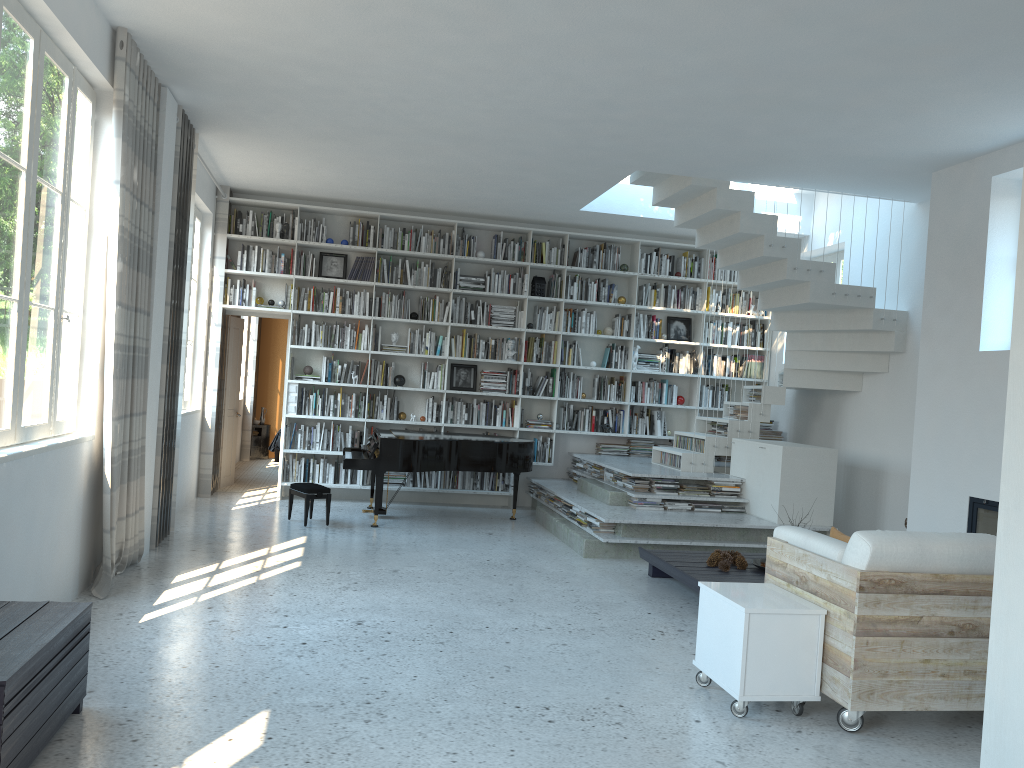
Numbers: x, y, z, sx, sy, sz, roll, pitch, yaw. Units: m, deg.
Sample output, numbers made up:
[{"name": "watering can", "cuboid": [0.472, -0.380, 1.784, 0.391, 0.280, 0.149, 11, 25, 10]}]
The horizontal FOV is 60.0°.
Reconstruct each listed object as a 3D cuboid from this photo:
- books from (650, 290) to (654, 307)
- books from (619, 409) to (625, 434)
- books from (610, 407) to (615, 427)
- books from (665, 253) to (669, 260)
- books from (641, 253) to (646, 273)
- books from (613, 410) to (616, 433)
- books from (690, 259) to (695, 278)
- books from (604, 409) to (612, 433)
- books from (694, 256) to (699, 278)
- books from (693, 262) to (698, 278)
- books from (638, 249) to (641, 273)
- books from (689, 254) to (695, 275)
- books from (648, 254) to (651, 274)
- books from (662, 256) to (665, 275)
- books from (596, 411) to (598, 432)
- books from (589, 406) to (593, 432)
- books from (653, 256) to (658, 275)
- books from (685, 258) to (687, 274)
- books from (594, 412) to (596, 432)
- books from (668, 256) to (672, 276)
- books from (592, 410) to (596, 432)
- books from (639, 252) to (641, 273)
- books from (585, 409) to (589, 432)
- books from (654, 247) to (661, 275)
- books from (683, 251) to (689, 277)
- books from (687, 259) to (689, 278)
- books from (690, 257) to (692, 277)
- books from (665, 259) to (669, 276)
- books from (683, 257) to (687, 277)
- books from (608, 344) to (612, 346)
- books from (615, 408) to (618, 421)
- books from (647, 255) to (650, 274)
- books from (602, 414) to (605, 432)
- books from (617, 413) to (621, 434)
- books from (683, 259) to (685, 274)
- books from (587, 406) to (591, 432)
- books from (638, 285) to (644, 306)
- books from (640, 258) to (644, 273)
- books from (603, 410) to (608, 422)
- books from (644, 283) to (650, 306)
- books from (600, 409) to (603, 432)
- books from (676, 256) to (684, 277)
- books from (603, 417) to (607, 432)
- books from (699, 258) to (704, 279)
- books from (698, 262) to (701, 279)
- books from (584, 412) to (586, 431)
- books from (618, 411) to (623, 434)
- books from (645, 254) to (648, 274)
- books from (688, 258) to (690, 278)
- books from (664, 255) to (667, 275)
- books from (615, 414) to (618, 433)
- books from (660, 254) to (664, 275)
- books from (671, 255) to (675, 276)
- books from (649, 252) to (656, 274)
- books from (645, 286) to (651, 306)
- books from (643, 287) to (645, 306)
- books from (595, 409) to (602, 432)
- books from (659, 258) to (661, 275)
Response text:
[{"name": "books", "cuboid": [1.603, -0.983, 10.285, 0.025, 0.207, 0.175, 4, 0, -11]}, {"name": "books", "cuboid": [1.266, 0.434, 10.260, 0.025, 0.272, 0.171, 4, 0, -11]}, {"name": "books", "cuboid": [1.151, 0.415, 10.247, 0.013, 0.294, 0.134, 4, 0, -11]}, {"name": "books", "cuboid": [1.793, -1.374, 10.340, 0.012, 0.279, 0.153, 4, 0, -11]}, {"name": "books", "cuboid": [1.502, -1.379, 10.263, 0.025, 0.250, 0.178, 4, 0, -11]}, {"name": "books", "cuboid": [1.167, 0.431, 10.251, 0.021, 0.265, 0.150, 4, 0, -11]}, {"name": "books", "cuboid": [2.082, -1.332, 10.370, 0.018, 0.235, 0.186, 4, 0, -11]}, {"name": "books", "cuboid": [1.112, 0.426, 10.230, 0.070, 0.266, 0.186, 4, 0, -11]}, {"name": "books", "cuboid": [2.147, -1.350, 10.406, 0.025, 0.279, 0.136, 4, 0, -11]}, {"name": "books", "cuboid": [2.121, -1.317, 10.383, 0.029, 0.210, 0.169, 4, 0, -11]}, {"name": "books", "cuboid": [1.441, -1.405, 10.259, 0.028, 0.294, 0.150, 4, 0, -11]}, {"name": "books", "cuboid": [2.099, -1.363, 10.392, 0.020, 0.299, 0.131, 4, 0, -11]}, {"name": "books", "cuboid": [1.574, -1.374, 10.298, 0.027, 0.249, 0.140, 4, 0, -11]}, {"name": "books", "cuboid": [1.735, -1.356, 10.307, 0.022, 0.236, 0.172, 4, 0, -11]}, {"name": "books", "cuboid": [0.958, 0.428, 10.219, 0.021, 0.242, 0.131, 4, 0, -11]}, {"name": "books", "cuboid": [0.893, 0.398, 10.181, 0.012, 0.293, 0.175, 4, 0, -11]}, {"name": "books", "cuboid": [1.651, -1.359, 10.298, 0.030, 0.231, 0.148, 4, 0, -11]}, {"name": "books", "cuboid": [2.002, -1.349, 10.376, 0.017, 0.259, 0.136, 4, 0, -11]}, {"name": "books", "cuboid": [0.937, 0.429, 10.208, 0.025, 0.238, 0.156, 4, 0, -11]}, {"name": "books", "cuboid": [1.822, -1.359, 10.343, 0.012, 0.254, 0.161, 4, 0, -11]}, {"name": "books", "cuboid": [0.912, 0.424, 10.188, 0.031, 0.244, 0.184, 4, 0, -11]}, {"name": "books", "cuboid": [1.459, -1.389, 10.272, 0.014, 0.264, 0.140, 4, 0, -11]}, {"name": "books", "cuboid": [0.837, 0.415, 10.174, 0.025, 0.252, 0.181, 4, 0, -11]}, {"name": "books", "cuboid": [1.678, -1.408, 10.291, 0.014, 0.332, 0.180, 4, 0, -11]}, {"name": "books", "cuboid": [2.019, -1.379, 10.364, 0.007, 0.321, 0.165, 4, 0, -11]}, {"name": "books", "cuboid": [2.024, -1.331, 10.358, 0.007, 0.226, 0.170, 4, 0, -11]}, {"name": "books", "cuboid": [2.061, -1.344, 10.387, 0.017, 0.257, 0.146, 4, 0, -11]}, {"name": "books", "cuboid": [1.778, -1.336, 10.311, 0.024, 0.202, 0.190, 4, 0, -11]}, {"name": "books", "cuboid": [1.988, -1.347, 10.359, 0.016, 0.252, 0.189, 4, 0, -11]}, {"name": "books", "cuboid": [1.125, -0.320, 10.237, 0.016, 0.290, 0.135, 4, 0, -11]}, {"name": "books", "cuboid": [1.194, 0.424, 10.270, 0.012, 0.282, 0.143, 4, 0, -11]}, {"name": "books", "cuboid": [1.551, -1.366, 10.276, 0.024, 0.231, 0.168, 4, 0, -11]}, {"name": "books", "cuboid": [1.030, 0.449, 10.225, 0.022, 0.211, 0.135, 4, 0, -11]}, {"name": "books", "cuboid": [1.216, 0.453, 10.244, 0.025, 0.228, 0.175, 4, 0, -11]}, {"name": "books", "cuboid": [1.969, -1.333, 10.350, 0.008, 0.220, 0.182, 4, 0, -11]}, {"name": "books", "cuboid": [0.877, 0.401, 10.201, 0.012, 0.285, 0.159, 4, 0, -11]}, {"name": "books", "cuboid": [1.494, -1.014, 10.280, 0.012, 0.254, 0.161, 4, 0, -11]}, {"name": "books", "cuboid": [1.479, -1.347, 10.248, 0.022, 0.182, 0.189, 4, 0, -11]}, {"name": "books", "cuboid": [1.072, 0.432, 10.228, 0.012, 0.249, 0.164, 4, 0, -11]}, {"name": "books", "cuboid": [1.539, -1.025, 10.287, 0.051, 0.282, 0.166, 4, 0, -11]}, {"name": "books", "cuboid": [1.008, 0.421, 10.218, 0.026, 0.263, 0.169, 4, 0, -11]}, {"name": "books", "cuboid": [1.957, -1.351, 10.345, 0.019, 0.256, 0.169, 4, 0, -11]}, {"name": "books", "cuboid": [1.053, 0.465, 10.223, 0.025, 0.181, 0.169, 4, 0, -11]}, {"name": "books", "cuboid": [2.205, -1.338, 10.401, 0.026, 0.263, 0.163, 4, 0, -11]}, {"name": "books", "cuboid": [2.171, -1.314, 10.417, 0.031, 0.211, 0.131, 4, 0, -11]}, {"name": "books", "cuboid": [0.815, 0.429, 10.187, 0.012, 0.221, 0.153, 4, 0, -11]}, {"name": "books", "cuboid": [1.241, 0.439, 10.254, 0.026, 0.258, 0.156, 4, 0, -11]}, {"name": "books", "cuboid": [1.528, -1.373, 10.263, 0.026, 0.242, 0.184, 4, 0, -11]}, {"name": "books", "cuboid": [2.040, -1.342, 10.368, 0.031, 0.248, 0.164, 4, 0, -11]}, {"name": "books", "cuboid": [1.755, -1.364, 10.320, 0.021, 0.254, 0.151, 4, 0, -11]}, {"name": "books", "cuboid": [1.184, 0.455, 10.243, 0.013, 0.220, 0.168, 4, 0, -11]}, {"name": "books", "cuboid": [1.718, -1.370, 10.303, 0.014, 0.262, 0.168, 4, 0, -11]}, {"name": "books", "cuboid": [1.845, -1.360, 10.334, 0.030, 0.257, 0.164, 4, 0, -11]}, {"name": "books", "cuboid": [1.615, -1.386, 10.288, 0.048, 0.278, 0.150, 4, 0, -11]}, {"name": "books", "cuboid": [1.575, -1.006, 10.302, 0.026, 0.251, 0.130, 4, 0, -11]}, {"name": "books", "cuboid": [1.506, -1.004, 10.280, 0.013, 0.236, 0.141, 4, 0, -11]}, {"name": "books", "cuboid": [0.984, 0.420, 10.207, 0.026, 0.262, 0.173, 4, 0, -11]}, {"name": "books", "cuboid": [1.692, -1.351, 10.319, 0.030, 0.220, 0.133, 4, 0, -11]}]
